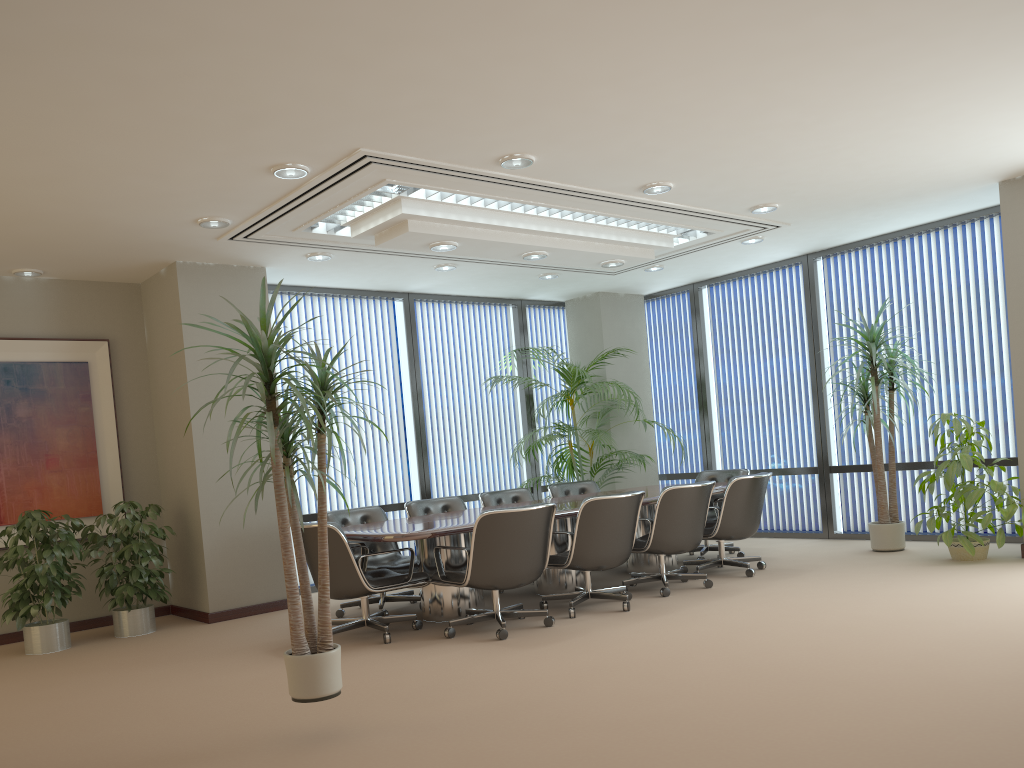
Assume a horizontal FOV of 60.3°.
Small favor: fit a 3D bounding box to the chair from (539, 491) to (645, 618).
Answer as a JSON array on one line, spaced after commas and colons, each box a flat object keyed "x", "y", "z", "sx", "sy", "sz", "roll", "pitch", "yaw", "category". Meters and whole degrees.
[{"x": 0.585, "y": 1.249, "z": 6.590, "sx": 0.755, "sy": 0.860, "sz": 0.857, "roll": -4, "pitch": -2, "yaw": -40, "category": "chair"}]

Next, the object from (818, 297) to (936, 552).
[{"x": 3.420, "y": 0.404, "z": 8.172, "sx": 1.020, "sy": 2.317, "sz": 1.027, "roll": -5, "pitch": 1, "yaw": 25, "category": "object"}]

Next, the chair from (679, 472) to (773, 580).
[{"x": 1.839, "y": 1.227, "z": 7.689, "sx": 0.731, "sy": 0.860, "sz": 0.857, "roll": -4, "pitch": -2, "yaw": -45, "category": "chair"}]

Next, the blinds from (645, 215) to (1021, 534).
[{"x": 3.120, "y": 0.173, "z": 9.722, "sx": 0.050, "sy": 2.910, "sz": 4.957, "roll": -6, "pitch": -1, "yaw": -40, "category": "blinds"}]

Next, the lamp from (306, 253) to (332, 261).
[{"x": -1.659, "y": -1.088, "z": 7.586, "sx": 0.224, "sy": 0.035, "sz": 0.226, "roll": -3, "pitch": -5, "yaw": -23, "category": "lamp"}]

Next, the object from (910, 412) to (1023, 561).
[{"x": 3.819, "y": 0.877, "z": 7.301, "sx": 0.982, "sy": 1.314, "sz": 0.853, "roll": -5, "pitch": 0, "yaw": 21, "category": "object"}]

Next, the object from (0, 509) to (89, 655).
[{"x": -3.606, "y": 1.511, "z": 6.811, "sx": 0.801, "sy": 1.095, "sz": 0.733, "roll": -5, "pitch": 0, "yaw": 32, "category": "object"}]

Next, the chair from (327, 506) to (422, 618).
[{"x": -1.108, "y": 1.451, "z": 7.303, "sx": 0.755, "sy": 0.860, "sz": 0.857, "roll": -4, "pitch": -2, "yaw": -45, "category": "chair"}]

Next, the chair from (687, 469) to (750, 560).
[{"x": 1.952, "y": 1.301, "z": 8.765, "sx": 0.849, "sy": 0.860, "sz": 0.762, "roll": -4, "pitch": -2, "yaw": -40, "category": "chair"}]

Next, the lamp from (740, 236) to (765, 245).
[{"x": 2.293, "y": -1.364, "z": 8.412, "sx": 0.226, "sy": 0.035, "sz": 0.224, "roll": -9, "pitch": -6, "yaw": 39, "category": "lamp"}]

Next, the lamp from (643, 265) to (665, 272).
[{"x": 1.507, "y": -1.222, "z": 9.358, "sx": 0.224, "sy": 0.035, "sz": 0.226, "roll": -2, "pitch": -5, "yaw": -30, "category": "lamp"}]

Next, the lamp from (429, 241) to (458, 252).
[{"x": -0.528, "y": -1.058, "z": 6.822, "sx": 0.224, "sy": 0.035, "sz": 0.226, "roll": -3, "pitch": -5, "yaw": -23, "category": "lamp"}]

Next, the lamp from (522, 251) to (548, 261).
[{"x": 0.194, "y": -1.073, "z": 7.425, "sx": 0.224, "sy": 0.035, "sz": 0.226, "roll": -4, "pitch": -4, "yaw": -16, "category": "lamp"}]

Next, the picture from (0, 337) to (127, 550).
[{"x": -4.000, "y": 0.487, "z": 7.433, "sx": 1.290, "sy": 1.749, "sz": 0.058, "roll": -4, "pitch": 1, "yaw": -40, "category": "picture"}]

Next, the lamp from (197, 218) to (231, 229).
[{"x": -2.134, "y": -1.147, "z": 6.316, "sx": 0.224, "sy": 0.035, "sz": 0.226, "roll": -3, "pitch": -5, "yaw": -23, "category": "lamp"}]

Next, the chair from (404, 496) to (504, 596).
[{"x": -0.484, "y": 1.442, "z": 7.877, "sx": 0.755, "sy": 0.860, "sz": 0.857, "roll": -4, "pitch": -2, "yaw": -40, "category": "chair"}]

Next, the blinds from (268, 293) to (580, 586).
[{"x": -0.602, "y": 0.523, "z": 10.087, "sx": 4.875, "sy": 2.912, "sz": 0.032, "roll": -3, "pitch": 0, "yaw": -40, "category": "blinds"}]

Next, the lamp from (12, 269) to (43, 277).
[{"x": -3.994, "y": -0.911, "z": 7.273, "sx": 0.224, "sy": 0.035, "sz": 0.226, "roll": -2, "pitch": -5, "yaw": -30, "category": "lamp"}]

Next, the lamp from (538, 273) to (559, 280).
[{"x": 0.386, "y": -1.130, "z": 9.294, "sx": 0.224, "sy": 0.035, "sz": 0.226, "roll": -4, "pitch": -4, "yaw": -16, "category": "lamp"}]

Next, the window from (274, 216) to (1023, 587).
[{"x": 1.291, "y": 0.354, "z": 9.932, "sx": 7.377, "sy": 2.917, "sz": 3.533, "roll": -5, "pitch": -2, "yaw": 6, "category": "window"}]

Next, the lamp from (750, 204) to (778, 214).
[{"x": 2.076, "y": -1.436, "z": 7.258, "sx": 0.224, "sy": 0.035, "sz": 0.226, "roll": -4, "pitch": -4, "yaw": -16, "category": "lamp"}]

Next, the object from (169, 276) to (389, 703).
[{"x": -0.966, "y": 0.491, "z": 3.912, "sx": 0.808, "sy": 1.835, "sz": 0.813, "roll": -5, "pitch": 1, "yaw": 25, "category": "object"}]

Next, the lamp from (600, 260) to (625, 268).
[{"x": 0.917, "y": -1.088, "z": 8.029, "sx": 0.224, "sy": 0.035, "sz": 0.226, "roll": -4, "pitch": -4, "yaw": -16, "category": "lamp"}]

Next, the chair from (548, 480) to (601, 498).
[{"x": 0.841, "y": 1.410, "z": 8.928, "sx": 0.755, "sy": 0.860, "sz": 0.856, "roll": -4, "pitch": -2, "yaw": -35, "category": "chair"}]

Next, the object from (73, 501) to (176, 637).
[{"x": -3.162, "y": 1.509, "z": 7.266, "sx": 0.735, "sy": 1.095, "sz": 0.799, "roll": -5, "pitch": -1, "yaw": -8, "category": "object"}]

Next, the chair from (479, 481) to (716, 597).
[{"x": 0.700, "y": 1.332, "z": 7.775, "sx": 0.755, "sy": 0.858, "sz": 2.542, "roll": -4, "pitch": -4, "yaw": -40, "category": "chair"}]

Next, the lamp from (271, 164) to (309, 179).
[{"x": -1.348, "y": -1.289, "z": 5.371, "sx": 0.224, "sy": 0.035, "sz": 0.226, "roll": -2, "pitch": -5, "yaw": -36, "category": "lamp"}]

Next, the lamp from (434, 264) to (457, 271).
[{"x": -0.637, "y": -1.109, "z": 8.440, "sx": 0.224, "sy": 0.035, "sz": 0.226, "roll": -4, "pitch": -4, "yaw": -16, "category": "lamp"}]

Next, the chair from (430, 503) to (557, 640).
[{"x": -0.117, "y": 1.268, "z": 6.061, "sx": 0.750, "sy": 0.860, "sz": 0.861, "roll": -4, "pitch": -2, "yaw": -36, "category": "chair"}]

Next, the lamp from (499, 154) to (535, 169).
[{"x": 0.031, "y": -1.394, "z": 5.550, "sx": 0.226, "sy": 0.035, "sz": 0.224, "roll": -9, "pitch": -6, "yaw": 39, "category": "lamp"}]

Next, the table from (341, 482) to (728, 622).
[{"x": 0.409, "y": 1.390, "z": 7.515, "sx": 4.053, "sy": 0.750, "sz": 1.515, "roll": -1, "pitch": -5, "yaw": -40, "category": "table"}]

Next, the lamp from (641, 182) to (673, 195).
[{"x": 1.054, "y": -1.415, "z": 6.404, "sx": 0.224, "sy": 0.035, "sz": 0.226, "roll": -4, "pitch": -4, "yaw": -16, "category": "lamp"}]

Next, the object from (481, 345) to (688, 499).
[{"x": 0.761, "y": 0.686, "z": 10.044, "sx": 2.160, "sy": 2.482, "sz": 2.095, "roll": -5, "pitch": -1, "yaw": -19, "category": "object"}]

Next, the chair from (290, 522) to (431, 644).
[{"x": -1.085, "y": 1.364, "z": 6.228, "sx": 0.849, "sy": 0.860, "sz": 0.762, "roll": -4, "pitch": -2, "yaw": -40, "category": "chair"}]
